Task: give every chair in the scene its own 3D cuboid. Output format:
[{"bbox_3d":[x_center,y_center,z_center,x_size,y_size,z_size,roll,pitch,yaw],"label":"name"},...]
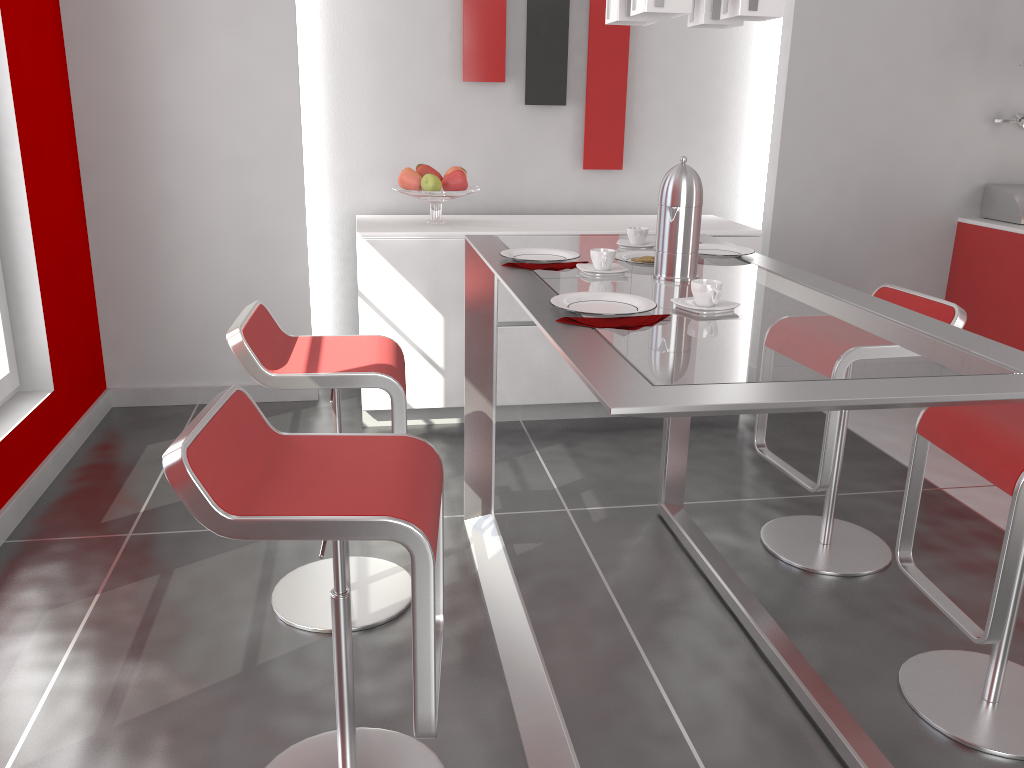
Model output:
[{"bbox_3d":[-0.510,0.214,2.502,0.460,0.857,0.418,-1,17,-7],"label":"chair"},{"bbox_3d":[1.080,0.133,2.862,0.460,0.857,0.418,-3,18,-14],"label":"chair"},{"bbox_3d":[-0.353,0.458,1.728,0.460,0.857,0.418,0,17,-2],"label":"chair"},{"bbox_3d":[1.214,0.381,2.075,0.460,0.857,0.418,0,17,-5],"label":"chair"}]

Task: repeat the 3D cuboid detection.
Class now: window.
[{"bbox_3d":[-1.798,-0.827,2.659,0.117,2.038,0.938,-2,18,-9],"label":"window"}]

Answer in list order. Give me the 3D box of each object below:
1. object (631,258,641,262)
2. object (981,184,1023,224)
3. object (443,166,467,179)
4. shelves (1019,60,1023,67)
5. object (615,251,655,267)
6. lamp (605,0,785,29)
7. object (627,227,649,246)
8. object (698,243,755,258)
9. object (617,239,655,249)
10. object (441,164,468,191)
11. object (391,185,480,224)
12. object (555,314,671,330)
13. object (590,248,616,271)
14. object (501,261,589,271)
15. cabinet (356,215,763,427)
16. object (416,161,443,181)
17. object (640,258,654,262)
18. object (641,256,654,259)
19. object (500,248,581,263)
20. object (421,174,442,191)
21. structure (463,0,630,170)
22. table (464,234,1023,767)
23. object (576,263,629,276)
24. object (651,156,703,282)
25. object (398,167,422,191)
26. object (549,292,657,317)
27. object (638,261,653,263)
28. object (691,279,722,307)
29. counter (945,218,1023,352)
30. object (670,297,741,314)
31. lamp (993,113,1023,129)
[{"bbox_3d":[0.339,-0.331,2.362,0.034,0.006,0.036,-9,20,-29],"label":"object"},{"bbox_3d":[2.680,-0.919,4.517,0.400,0.170,0.300,-2,18,-9],"label":"object"},{"bbox_3d":[-0.265,-0.949,4.070,0.097,0.101,0.121,-9,20,-30],"label":"object"},{"bbox_3d":[2.755,-1.846,3.732,0.462,1.023,0.934,-2,18,-9],"label":"shelves"},{"bbox_3d":[0.373,-0.329,2.354,0.217,0.015,0.217,10,19,26],"label":"object"},{"bbox_3d":[0.399,-1.286,1.796,0.304,1.025,0.304,-2,18,-9],"label":"lamp"},{"bbox_3d":[0.368,-0.436,2.617,0.062,0.049,0.078,-2,18,-10],"label":"object"},{"bbox_3d":[0.576,-0.375,2.514,0.217,0.015,0.217,10,19,25],"label":"object"},{"bbox_3d":[0.369,-0.411,2.617,0.119,0.016,0.119,4,18,9],"label":"object"},{"bbox_3d":[-0.253,-0.916,3.943,0.117,0.133,0.097,-5,18,-20],"label":"object"},{"bbox_3d":[-0.343,-0.807,4.006,0.398,0.159,0.398,15,22,37],"label":"object"},{"bbox_3d":[0.204,-0.115,1.663,0.234,0.012,0.095,-2,18,-11],"label":"object"},{"bbox_3d":[0.220,-0.304,2.185,0.062,0.049,0.078,11,20,29],"label":"object"},{"bbox_3d":[0.095,-0.298,2.242,0.234,0.012,0.095,-2,18,-11],"label":"object"},{"bbox_3d":[0.181,-0.331,4.254,1.802,0.880,0.610,-2,18,-9],"label":"cabinet"},{"bbox_3d":[-0.393,-0.956,4.058,0.150,0.129,0.117,14,21,35],"label":"object"},{"bbox_3d":[0.355,-0.324,2.323,0.036,0.006,0.034,2,17,2],"label":"object"},{"bbox_3d":[0.363,-0.336,2.362,0.034,0.006,0.036,10,19,26],"label":"object"},{"bbox_3d":[0.075,-0.341,2.372,0.217,0.015,0.217,-10,21,-33],"label":"object"},{"bbox_3d":[-0.345,-0.873,3.863,0.083,0.086,0.100,15,22,37],"label":"object"},{"bbox_3d":[0.170,-1.776,4.145,0.820,1.503,0.040,-2,18,-9],"label":"structure"},{"bbox_3d":[0.377,0.245,2.217,0.800,1.000,1.700,-2,18,-9],"label":"table"},{"bbox_3d":[0.224,-0.283,2.199,0.119,0.016,0.119,-3,18,-12],"label":"object"},{"bbox_3d":[0.397,-0.400,2.124,0.113,0.287,0.149,1,17,-2],"label":"object"},{"bbox_3d":[-0.450,-0.913,3.959,0.117,0.105,0.096,7,18,18],"label":"object"},{"bbox_3d":[0.184,-0.158,1.793,0.217,0.015,0.217,5,18,13],"label":"object"},{"bbox_3d":[0.351,-0.319,2.326,0.036,0.006,0.034,-1,17,-6],"label":"object"},{"bbox_3d":[0.395,-0.182,1.806,0.062,0.049,0.078,5,18,12],"label":"object"},{"bbox_3d":[3.391,-0.096,3.702,2.865,0.880,1.868,9,19,23],"label":"counter"},{"bbox_3d":[0.396,-0.162,1.821,0.119,0.016,0.119,-9,20,-28],"label":"object"},{"bbox_3d":[2.658,-1.324,4.476,0.454,0.081,0.155,-2,18,-9],"label":"lamp"}]
